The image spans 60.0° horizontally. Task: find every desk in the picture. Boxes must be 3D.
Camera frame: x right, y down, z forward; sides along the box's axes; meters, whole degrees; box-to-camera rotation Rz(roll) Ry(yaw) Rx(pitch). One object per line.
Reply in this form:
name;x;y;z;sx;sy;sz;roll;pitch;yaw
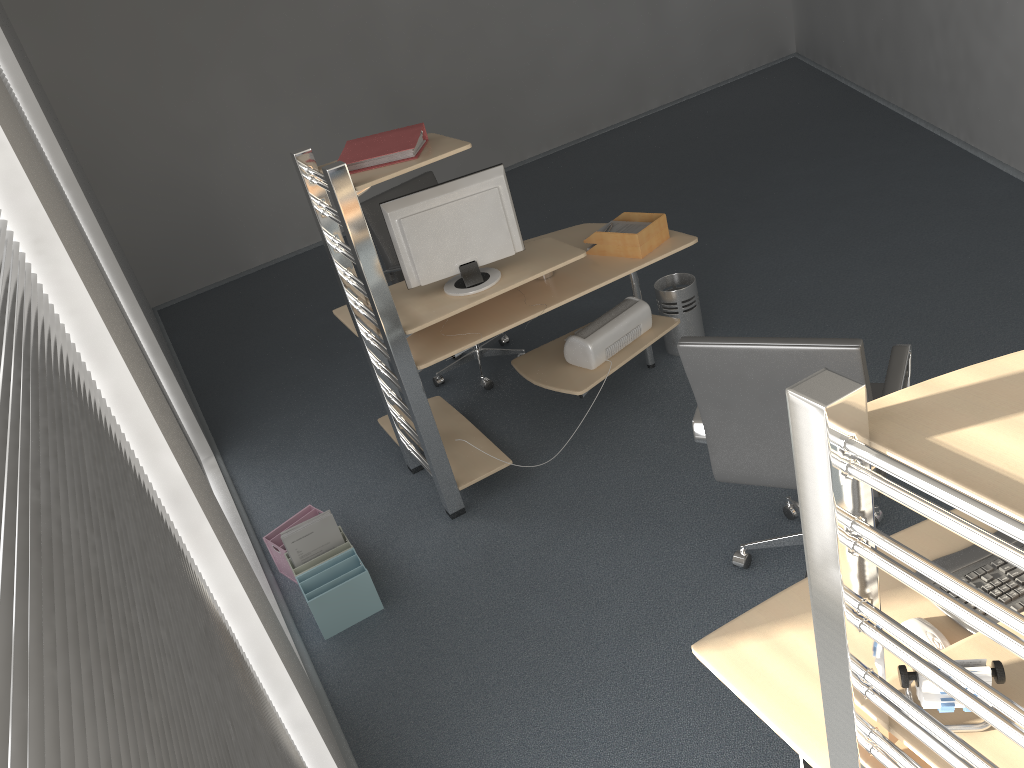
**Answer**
desk;-0.031;-0.539;4.052;1.469;1.566;0.967;-26;30;-17
desk;1.222;0.387;1.733;1.469;1.566;0.967;-26;30;-17

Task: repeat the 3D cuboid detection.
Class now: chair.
chair;0.940;0.168;2.823;0.584;1.048;0.652;3;33;31
chair;-0.300;-0.536;4.737;0.584;1.048;0.652;-33;33;-29

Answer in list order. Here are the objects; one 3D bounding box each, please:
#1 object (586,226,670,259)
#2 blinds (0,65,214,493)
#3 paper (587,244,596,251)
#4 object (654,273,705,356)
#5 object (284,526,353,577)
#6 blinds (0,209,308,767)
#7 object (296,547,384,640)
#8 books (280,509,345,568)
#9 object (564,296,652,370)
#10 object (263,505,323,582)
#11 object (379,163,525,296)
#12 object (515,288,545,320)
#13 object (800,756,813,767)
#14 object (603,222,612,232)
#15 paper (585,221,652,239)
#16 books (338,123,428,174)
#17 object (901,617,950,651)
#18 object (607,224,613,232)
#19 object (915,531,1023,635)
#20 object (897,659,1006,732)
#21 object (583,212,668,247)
object;0.518;-0.651;4.009;0.309;0.060;0.225;13;39;42
blinds;-1.573;-0.462;3.247;0.022;2.770;1.950;-26;30;-17
paper;0.520;-0.641;4.015;0.297;0.019;0.210;13;39;42
object;0.860;-0.351;4.528;0.208;0.377;0.208;-4;30;21
object;-0.744;0.747;3.575;0.245;0.202;0.185;-26;30;-17
blinds;-0.316;0.465;0.921;0.037;2.749;1.950;-26;30;-17
object;-0.662;0.809;3.421;0.245;0.202;0.185;-26;30;-17
books;-0.768;0.682;3.554;0.220;0.306;0.068;-26;30;-17
object;0.399;-0.264;4.222;0.438;0.162;0.351;-35;33;-31
object;-0.869;0.684;3.754;0.185;0.202;0.245;15;41;44
object;-0.224;-0.593;3.575;0.516;0.418;0.245;-15;28;2
object;-0.008;-0.427;3.968;0.478;0.082;0.814;-22;29;-11
object;0.841;0.946;1.843;0.199;0.422;0.471;-26;30;-17
object;0.432;-0.709;4.056;0.008;0.009;0.159;1;33;30
paper;0.507;-0.685;3.991;0.297;0.010;0.210;13;39;42
books;-0.502;-0.899;3.397;0.320;0.072;0.262;-10;29;11
object;0.924;0.658;1.523;0.168;0.088;0.742;-25;29;-15
object;0.439;-0.696;4.029;0.008;0.009;0.159;-4;31;22
object;1.205;0.509;1.650;0.478;0.082;0.814;-22;29;-11
object;0.713;0.488;1.439;0.154;0.135;0.093;-8;29;15
object;0.504;-0.699;3.982;0.309;0.060;0.225;13;39;42
